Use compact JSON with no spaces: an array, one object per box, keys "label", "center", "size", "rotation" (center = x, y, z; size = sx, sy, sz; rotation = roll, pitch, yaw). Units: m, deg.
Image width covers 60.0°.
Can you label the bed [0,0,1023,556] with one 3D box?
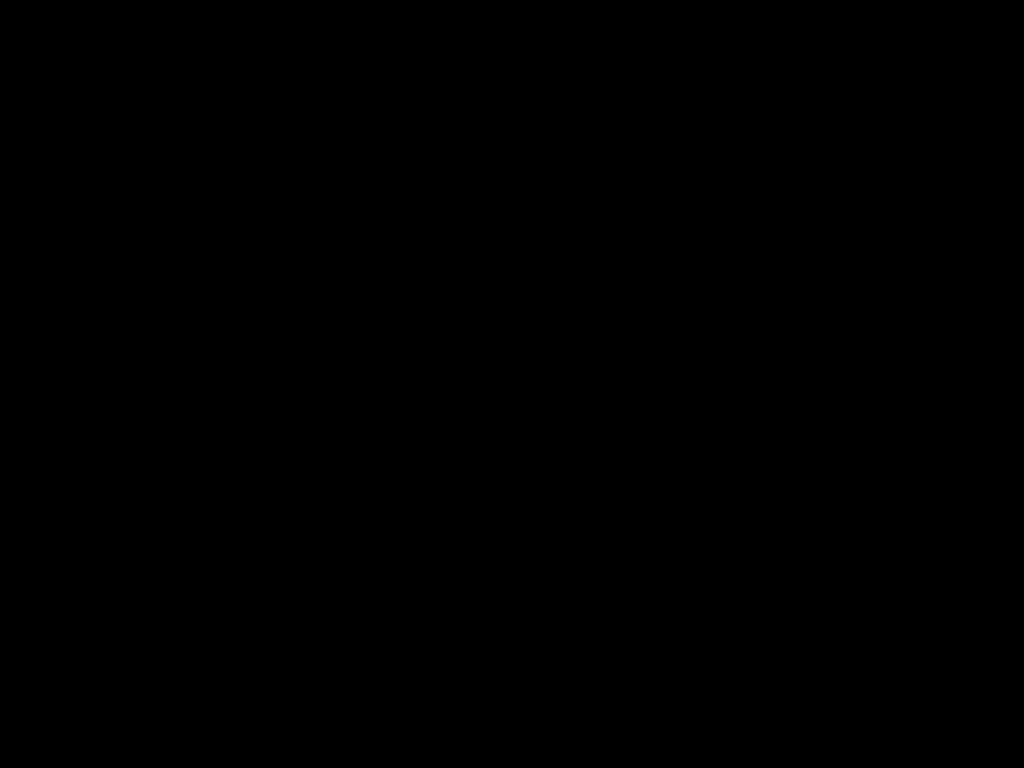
[{"label":"bed","center":[-0.078,-0.239,1.182],"size":[2.087,0.994,3.009],"rotation":[-3,-4,-8]}]

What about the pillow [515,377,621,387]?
[{"label":"pillow","center":[0.023,-0.060,2.779],"size":[0.498,0.241,0.470],"rotation":[0,-5,-43]}]

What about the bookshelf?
[{"label":"bookshelf","center":[-0.310,0.239,2.962],"size":[1.495,0.303,0.643],"rotation":[-3,-4,-8]}]
